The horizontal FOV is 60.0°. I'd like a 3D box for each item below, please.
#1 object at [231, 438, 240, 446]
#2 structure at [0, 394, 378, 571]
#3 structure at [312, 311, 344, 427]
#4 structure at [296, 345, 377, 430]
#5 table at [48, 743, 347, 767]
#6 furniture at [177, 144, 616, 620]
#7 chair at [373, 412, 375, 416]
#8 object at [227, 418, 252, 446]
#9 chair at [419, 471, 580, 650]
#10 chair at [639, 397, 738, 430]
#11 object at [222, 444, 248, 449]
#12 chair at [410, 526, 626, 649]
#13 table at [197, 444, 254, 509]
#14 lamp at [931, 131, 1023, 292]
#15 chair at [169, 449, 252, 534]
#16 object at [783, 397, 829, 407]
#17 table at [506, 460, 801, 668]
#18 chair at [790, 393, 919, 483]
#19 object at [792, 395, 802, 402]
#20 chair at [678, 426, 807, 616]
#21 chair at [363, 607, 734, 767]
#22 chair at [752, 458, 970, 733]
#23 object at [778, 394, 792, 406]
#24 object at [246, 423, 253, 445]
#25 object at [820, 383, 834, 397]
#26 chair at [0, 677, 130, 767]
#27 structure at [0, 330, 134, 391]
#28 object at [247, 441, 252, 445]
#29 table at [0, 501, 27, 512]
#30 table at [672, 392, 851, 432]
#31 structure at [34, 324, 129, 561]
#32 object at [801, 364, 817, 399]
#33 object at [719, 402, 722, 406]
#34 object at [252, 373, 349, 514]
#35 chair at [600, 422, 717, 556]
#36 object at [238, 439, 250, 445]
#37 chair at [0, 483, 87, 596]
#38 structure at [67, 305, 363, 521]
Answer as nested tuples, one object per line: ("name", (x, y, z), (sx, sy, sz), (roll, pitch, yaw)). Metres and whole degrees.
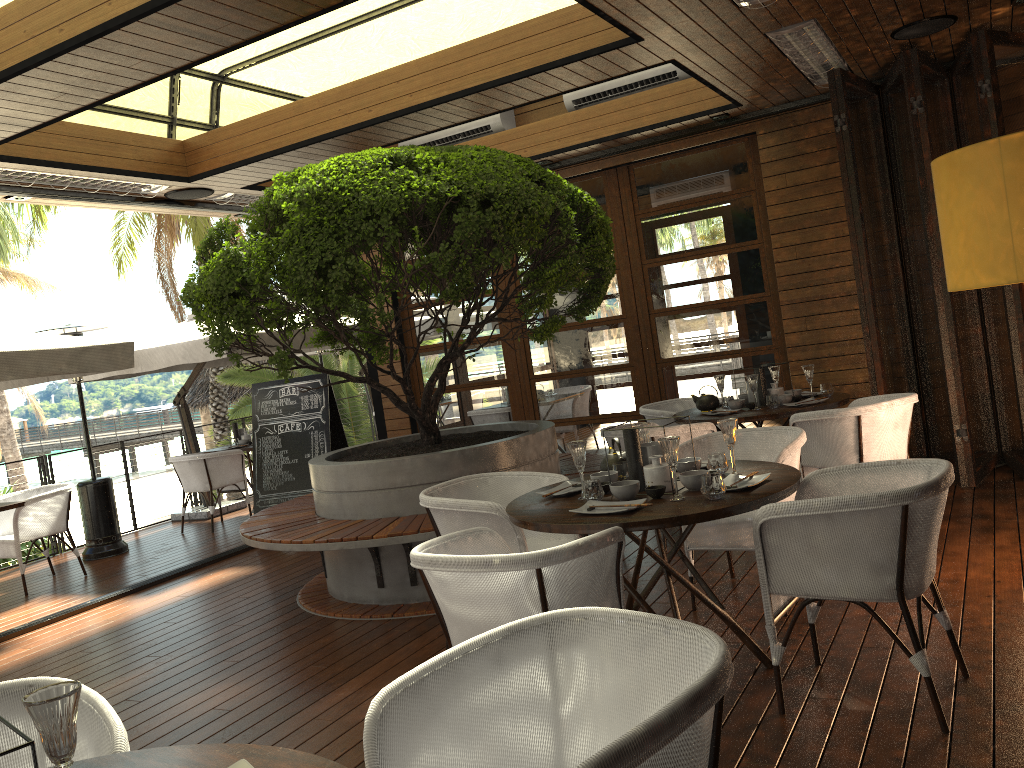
("object", (-2.966, 0.630, 9.507), (0.086, 0.086, 0.087), (-7, 2, 34))
("structure", (-7.463, 1.943, 3.438), (0.163, 1.152, 26.310), (-8, 3, 29))
("structure", (-2.360, 0.153, 11.287), (0.699, 2.191, 0.700), (-8, 2, 17))
("structure", (-1.322, -0.122, 12.598), (2.411, 2.331, 2.417), (-7, 2, 29))
("table", (-0.651, 1.082, 1.088), (1.165, 0.749, 1.167), (-8, 2, 9))
("furniture", (-0.578, -0.108, 5.734), (2.570, 2.721, 2.720), (-9, 2, -6))
("chair", (-1.477, 0.707, 11.951), (0.627, 0.788, 0.618), (-7, 2, 30))
("object", (-2.970, 0.532, 9.726), (0.263, 0.264, 0.263), (-9, 2, -16))
("chair", (-0.040, 0.839, 4.132), (0.616, 0.788, 0.628), (-7, 2, 35))
("chair", (1.357, 0.519, 6.726), (0.628, 0.788, 0.616), (-9, 2, -30))
("object", (-2.890, 0.659, 9.313), (0.294, 0.025, 0.170), (-7, 3, 29))
("chair", (0.052, 0.877, 2.956), (0.627, 0.788, 0.618), (-7, 2, 35))
("table", (-2.720, 1.009, 9.676), (0.930, 0.749, 0.933), (-7, 2, 29))
("lamp", (2.542, -0.095, 3.967), (0.973, 2.009, 0.974), (-8, 2, 9))
("chair", (-3.075, 1.072, 9.017), (0.627, 0.788, 0.618), (-7, 2, 30))
("object", (1.892, 0.115, 5.649), (0.295, 0.025, 0.170), (-10, 3, -26))
("table", (0.606, 0.788, 3.561), (1.166, 0.749, 1.166), (-8, 2, -2))
("chair", (2.075, 0.479, 5.226), (0.628, 0.788, 0.616), (-9, 2, -30))
("object", (1.879, 0.099, 5.856), (0.080, 0.042, 0.080), (-10, 3, -27))
("chair", (1.167, 0.650, 4.381), (0.627, 0.788, 0.618), (-7, 2, 35))
("chair", (0.132, 0.920, 1.712), (0.618, 0.788, 0.627), (-10, 2, -40))
("chair", (1.237, 0.697, 3.077), (0.616, 0.788, 0.628), (-7, 2, 35))
("object", (1.775, 0.105, 5.793), (0.116, 0.065, 0.116), (-7, 3, 40))
("object", (-2.749, 0.531, 9.352), (0.082, 0.227, 0.082), (-8, 2, 30))
("object", (2.104, 0.040, 5.928), (0.086, 0.086, 0.087), (-7, 2, 29))
("chair", (-1.099, 1.099, 1.788), (0.628, 0.788, 0.616), (-10, 2, -40))
("structure", (-4.538, 0.612, 6.692), (2.411, 2.331, 2.417), (-7, 2, 29))
("object", (-2.772, 0.628, 9.426), (0.080, 0.042, 0.080), (-8, 2, 20))
("table", (-4.332, 1.377, 6.714), (0.930, 0.749, 0.933), (-7, 2, 29))
("table", (1.726, 0.515, 6.007), (1.166, 0.749, 1.166), (-8, 2, -2))
("structure", (-3.979, 0.523, 8.315), (0.699, 2.191, 0.700), (-8, 2, 17))
("object", (1.971, -0.011, 5.861), (0.082, 0.227, 0.082), (-10, 2, -37))
("object", (1.517, 0.139, 6.355), (0.295, 0.025, 0.170), (-10, 3, -26))
("object", (-1.940, 0.635, 8.160), (0.768, 1.396, 0.772), (-8, 2, 13))
("chair", (0.949, 0.627, 5.623), (0.617, 0.788, 0.627), (-9, 2, -30))
("object", (-2.860, 0.627, 9.472), (0.116, 0.065, 0.116), (-7, 3, 33))
("chair", (-3.948, 1.273, 7.364), (0.627, 0.788, 0.618), (-7, 2, 30))
("structure", (-2.930, 0.245, 9.645), (2.411, 2.331, 2.417), (-7, 2, 29))
